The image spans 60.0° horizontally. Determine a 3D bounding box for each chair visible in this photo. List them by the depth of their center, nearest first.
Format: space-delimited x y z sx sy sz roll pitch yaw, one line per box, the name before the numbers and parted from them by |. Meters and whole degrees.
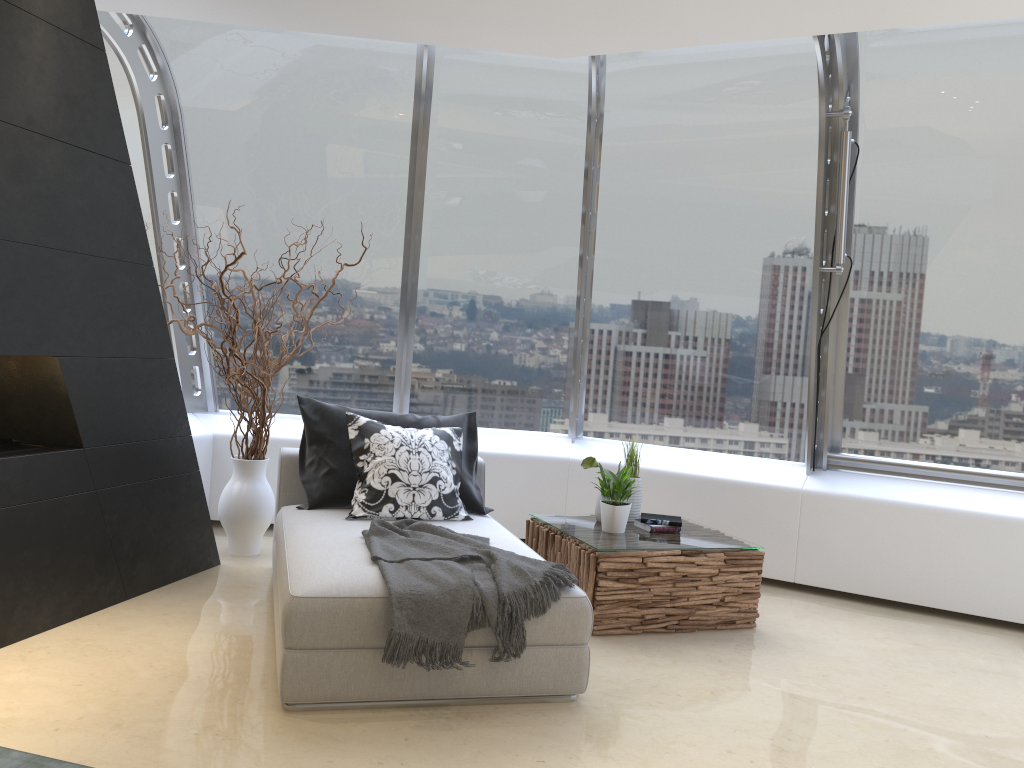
chair | -0.511 0.793 4.219 1.176 0.690 2.068 4 2 -16

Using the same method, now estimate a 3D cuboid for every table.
table | 0.679 1.001 4.785 1.007 0.436 0.923 4 2 -21

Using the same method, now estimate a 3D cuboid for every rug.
rug | -1.300 1.164 1.495 2.923 0.012 2.194 5 2 15

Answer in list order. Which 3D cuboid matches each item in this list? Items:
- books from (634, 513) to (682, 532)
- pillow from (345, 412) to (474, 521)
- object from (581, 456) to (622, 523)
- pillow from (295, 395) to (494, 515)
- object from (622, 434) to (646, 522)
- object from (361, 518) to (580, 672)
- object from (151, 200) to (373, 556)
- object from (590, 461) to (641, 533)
books | 0.802 0.761 4.832 0.265 0.063 0.246 4 2 1
pillow | -0.527 0.435 4.539 0.683 0.528 0.431 4 2 -22
object | 0.487 0.581 4.885 0.297 0.370 0.152 3 2 -31
pillow | -0.635 0.399 4.820 1.070 0.597 0.510 4 2 -16
object | 0.673 0.519 5.037 0.153 0.511 0.150 4 2 -18
object | -0.181 0.809 3.648 0.825 0.359 1.024 4 2 -17
object | -1.759 -0.029 5.247 1.370 2.059 1.508 5 2 15
object | 0.543 0.595 4.676 0.215 0.369 0.284 3 3 -43
